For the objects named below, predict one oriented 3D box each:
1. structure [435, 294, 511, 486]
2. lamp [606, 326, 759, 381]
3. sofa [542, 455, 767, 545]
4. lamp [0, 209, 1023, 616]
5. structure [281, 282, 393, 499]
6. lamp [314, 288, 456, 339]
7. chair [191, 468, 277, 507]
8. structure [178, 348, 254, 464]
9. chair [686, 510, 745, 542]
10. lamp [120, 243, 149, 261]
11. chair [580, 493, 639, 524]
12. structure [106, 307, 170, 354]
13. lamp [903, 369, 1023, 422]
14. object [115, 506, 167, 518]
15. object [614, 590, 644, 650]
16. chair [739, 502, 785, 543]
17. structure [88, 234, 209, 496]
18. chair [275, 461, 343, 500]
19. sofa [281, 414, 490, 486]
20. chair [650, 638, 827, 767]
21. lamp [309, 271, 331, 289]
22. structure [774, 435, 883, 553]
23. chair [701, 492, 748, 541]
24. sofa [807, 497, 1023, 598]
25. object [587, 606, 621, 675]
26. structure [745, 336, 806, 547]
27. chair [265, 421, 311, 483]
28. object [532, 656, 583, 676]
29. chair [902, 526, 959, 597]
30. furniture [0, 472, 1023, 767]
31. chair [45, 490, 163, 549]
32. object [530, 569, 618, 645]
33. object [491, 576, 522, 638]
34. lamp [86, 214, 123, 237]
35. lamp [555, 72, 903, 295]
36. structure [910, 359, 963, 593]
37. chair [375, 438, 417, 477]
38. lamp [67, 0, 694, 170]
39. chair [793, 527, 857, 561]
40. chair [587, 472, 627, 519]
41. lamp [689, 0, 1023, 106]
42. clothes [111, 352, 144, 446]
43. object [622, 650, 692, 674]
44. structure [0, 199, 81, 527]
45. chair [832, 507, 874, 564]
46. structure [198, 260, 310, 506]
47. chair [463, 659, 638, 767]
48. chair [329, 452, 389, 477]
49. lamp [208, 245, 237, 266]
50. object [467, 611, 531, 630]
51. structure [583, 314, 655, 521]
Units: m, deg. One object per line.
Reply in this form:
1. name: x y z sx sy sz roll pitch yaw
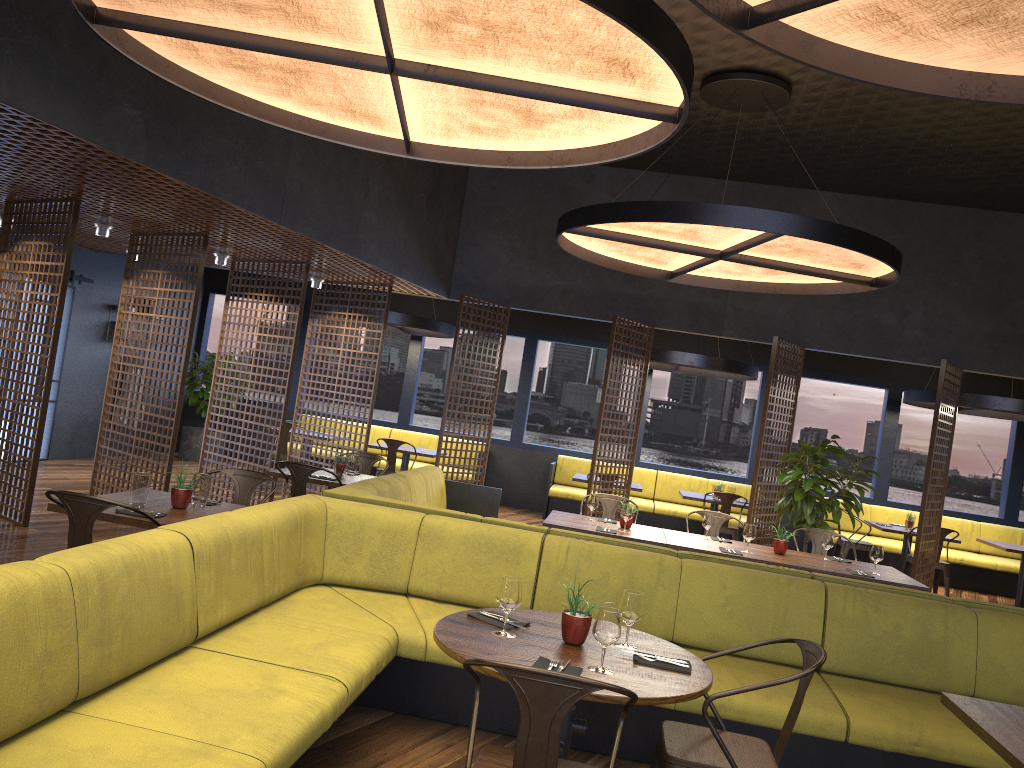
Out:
1. structure: -0.493 0.379 10.131 0.050 2.700 0.852 8 -1 38
2. lamp: 2.381 -1.267 11.699 1.979 2.172 1.979 9 -1 -37
3. sofa: 2.041 1.718 12.806 3.061 0.914 0.966 8 -1 8
4. lamp: -1.019 0.227 6.719 9.057 2.714 3.017 8 -1 8
5. structure: -2.098 0.142 10.503 1.319 2.700 0.050 8 -1 38
6. lamp: -1.614 -1.864 12.247 1.979 2.172 1.979 8 -1 14
7. chair: -1.779 0.993 5.399 0.504 0.917 0.541 8 -1 8
8. structure: -4.574 0.300 13.650 1.166 1.763 0.993 9 -1 -22
9. chair: 1.673 1.557 7.497 0.504 0.917 0.541 8 -1 8
10. lamp: -4.329 -1.497 10.143 0.228 0.172 0.228 8 -1 8
11. chair: 0.784 1.425 7.619 0.504 0.917 0.541 8 -1 8
12. structure: -5.208 -0.717 12.510 0.293 0.563 1.220 8 -1 8
13. lamp: 6.152 -0.705 11.182 1.979 2.172 1.979 9 -1 -7
14. object: -1.889 0.642 4.473 0.255 0.019 0.157 9 -1 7
15. object: 0.442 0.883 3.327 0.097 0.206 0.097 10 -1 -44
16. chair: 3.208 1.863 11.310 0.541 0.917 0.504 8 -1 8
17. structure: -3.548 -0.115 8.599 1.319 2.700 0.050 8 -1 38
18. chair: -1.610 1.046 6.850 0.504 0.917 0.541 8 -1 8
19. sofa: -1.952 1.121 13.354 3.061 0.914 0.966 8 -1 8
20. chair: 0.758 1.335 3.126 0.541 0.917 0.504 8 -1 8
21. lamp: -2.209 -1.177 10.055 0.228 0.172 0.228 8 -1 8
22. structure: 3.032 1.368 8.973 1.166 1.763 0.993 9 -1 -22
23. chair: 2.523 1.748 10.710 0.504 0.917 0.541 8 -1 8
24. sofa: 5.755 2.273 12.297 3.061 0.914 0.966 8 -1 8
25. object: 0.313 0.856 2.966 0.097 0.206 0.097 8 -1 33
26. structure: 2.839 0.877 9.674 0.050 2.700 0.852 8 -1 38
27. chair: -2.909 0.936 11.455 0.504 0.917 0.541 8 -1 8
28. object: 0.144 0.924 2.886 0.157 0.019 0.255 8 -1 14
29. chair: 4.879 2.100 10.388 0.504 0.917 0.541 8 -1 8
30. furniture: 0.655 1.340 4.025 4.895 0.914 7.462 9 -1 3
31. chair: -1.941 0.945 4.164 0.504 0.917 0.541 8 -1 8
32. object: 0.234 0.814 3.253 0.238 0.271 0.260 8 -1 29
33. object: -0.016 0.811 3.235 0.097 0.206 0.097 10 -1 -41
34. lamp: -3.762 -1.449 8.167 0.228 0.172 0.228 8 -1 8
35. lamp: 1.848 -1.737 7.424 2.778 1.475 2.778 8 -1 8
36. structure: 4.505 1.125 9.445 0.050 2.700 0.852 8 -1 38
37. chair: -1.508 1.146 11.263 0.504 0.917 0.541 8 -1 8
38. lamp: -0.461 -2.149 4.168 2.778 1.475 2.778 8 -1 12
39. chair: 2.556 1.689 7.376 0.504 0.917 0.541 8 -1 8
40. chair: 1.121 1.538 10.903 0.504 0.917 0.541 8 -1 8
41. lamp: 1.731 -1.857 2.029 2.778 1.475 2.778 9 -1 -33
42. clothes: -5.335 0.296 12.468 0.401 1.494 0.423 9 -1 4
43. object: 0.516 0.986 3.176 0.255 0.019 0.157 8 -1 10
44. structure: -4.274 -0.243 7.647 1.319 2.700 0.050 8 -1 38
45. chair: 4.310 2.029 11.220 0.541 0.917 0.504 8 -1 8
46. structure: -2.823 0.013 9.551 1.319 2.700 0.050 8 -1 38
47. chair: 0.061 1.219 2.596 0.504 0.917 0.541 8 -1 8
48. chair: -1.450 1.093 8.065 0.504 0.917 0.541 8 -1 8
49. lamp: -2.977 -1.312 9.095 0.228 0.172 0.228 8 -1 8
50. object: -0.033 0.907 3.408 0.255 0.019 0.157 8 -1 40
51. structure: 1.173 0.628 9.902 0.050 2.700 0.852 8 -1 38
